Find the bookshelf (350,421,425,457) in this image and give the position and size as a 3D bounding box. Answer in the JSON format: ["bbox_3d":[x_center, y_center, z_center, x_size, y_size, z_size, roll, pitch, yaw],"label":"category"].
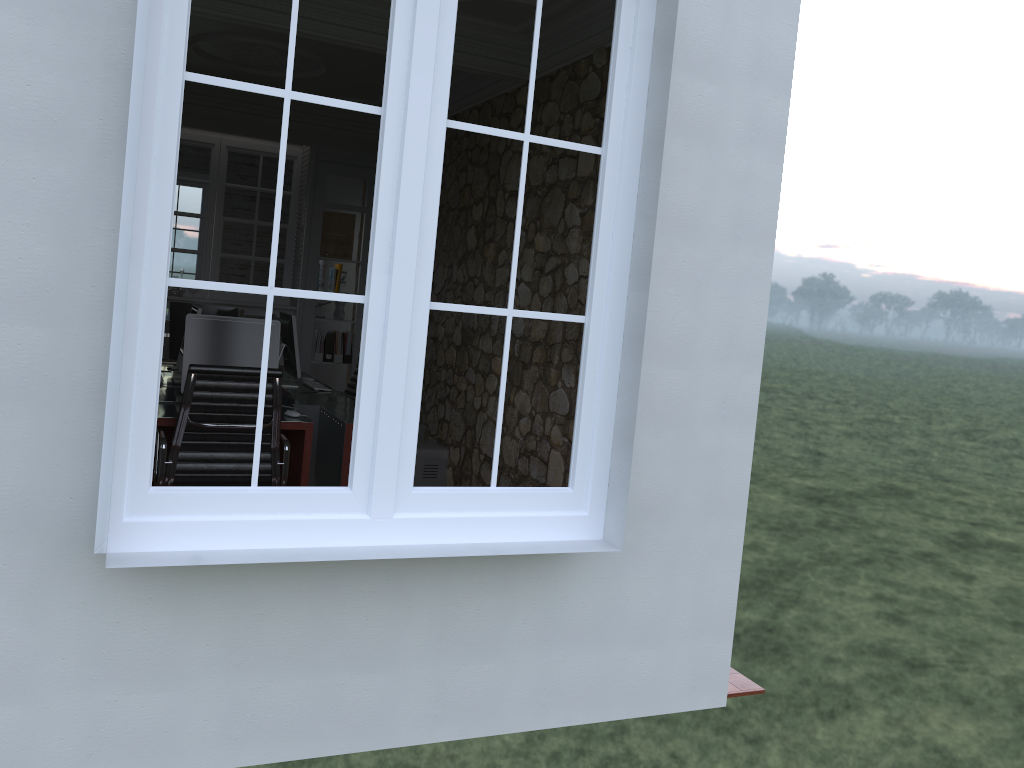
[{"bbox_3d":[-1.112,0.448,7.117,0.435,0.458,1.200,4,5,-24],"label":"bookshelf"}]

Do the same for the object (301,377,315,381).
[{"bbox_3d":[-1.462,-0.036,6.341,0.106,0.028,0.059,8,5,27],"label":"object"}]

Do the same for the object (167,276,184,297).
[{"bbox_3d":[-2.927,-0.836,7.690,0.148,0.200,0.148,3,4,-42],"label":"object"}]

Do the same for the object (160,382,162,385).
[{"bbox_3d":[-2.162,-0.008,5.334,0.106,0.028,0.059,3,5,-26],"label":"object"}]

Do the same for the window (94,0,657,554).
[{"bbox_3d":[-0.324,-0.514,2.638,1.525,1.980,0.128,4,3,-24],"label":"window"}]

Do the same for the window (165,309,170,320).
[{"bbox_3d":[-4.620,-1.732,11.046,1.537,1.934,0.128,4,3,-24],"label":"window"}]

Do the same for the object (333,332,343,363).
[{"bbox_3d":[-1.640,-0.345,8.334,0.078,0.277,0.240,5,4,-19],"label":"object"}]

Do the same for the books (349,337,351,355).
[{"bbox_3d":[-1.548,-0.348,8.410,0.023,0.282,0.195,5,3,-21],"label":"books"}]

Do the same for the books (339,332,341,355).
[{"bbox_3d":[-1.631,-0.349,8.355,0.045,0.286,0.195,5,3,-19],"label":"books"}]

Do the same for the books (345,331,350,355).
[{"bbox_3d":[-1.575,-0.356,8.407,0.030,0.289,0.181,5,3,-21],"label":"books"}]

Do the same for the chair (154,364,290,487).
[{"bbox_3d":[-1.449,0.391,4.322,0.664,1.021,0.702,4,3,-20],"label":"chair"}]

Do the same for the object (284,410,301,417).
[{"bbox_3d":[-1.148,0.154,4.626,0.106,0.028,0.059,9,6,34],"label":"object"}]

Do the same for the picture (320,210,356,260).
[{"bbox_3d":[-1.637,-1.387,8.270,0.325,0.434,0.009,4,3,-24],"label":"picture"}]

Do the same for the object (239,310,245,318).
[{"bbox_3d":[-2.475,-0.527,7.920,0.143,0.278,0.144,5,3,-11],"label":"object"}]

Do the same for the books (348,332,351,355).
[{"bbox_3d":[-1.561,-0.353,8.405,0.013,0.288,0.195,5,3,-21],"label":"books"}]

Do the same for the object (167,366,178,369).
[{"bbox_3d":[-2.261,-0.113,6.411,0.438,0.017,0.119,3,6,-24],"label":"object"}]

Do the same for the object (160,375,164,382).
[{"bbox_3d":[-2.289,-0.042,5.636,0.118,0.017,0.441,3,6,-24],"label":"object"}]

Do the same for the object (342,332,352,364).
[{"bbox_3d":[-1.565,-0.342,8.385,0.078,0.277,0.240,5,4,-21],"label":"object"}]

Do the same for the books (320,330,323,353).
[{"bbox_3d":[-1.788,-0.365,8.309,0.022,0.288,0.195,5,3,-17],"label":"books"}]

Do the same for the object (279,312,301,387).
[{"bbox_3d":[-1.526,-0.235,5.963,0.189,0.484,0.486,4,4,-25],"label":"object"}]

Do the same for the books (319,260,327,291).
[{"bbox_3d":[-1.791,-1.017,8.300,0.042,0.286,0.216,5,3,-25],"label":"books"}]

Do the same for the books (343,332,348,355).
[{"bbox_3d":[-1.590,-0.348,8.392,0.024,0.277,0.195,5,3,-21],"label":"books"}]

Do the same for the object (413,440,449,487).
[{"bbox_3d":[-0.696,0.600,6.293,0.362,0.386,0.402,4,4,-24],"label":"object"}]

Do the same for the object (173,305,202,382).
[{"bbox_3d":[-2.055,-0.261,5.696,0.189,0.484,0.486,4,4,-25],"label":"object"}]

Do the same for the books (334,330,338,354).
[{"bbox_3d":[-1.661,-0.363,8.352,0.045,0.281,0.181,5,3,-19],"label":"books"}]

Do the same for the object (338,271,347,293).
[{"bbox_3d":[-1.597,-0.987,8.371,0.078,0.248,0.116,4,3,-25],"label":"object"}]

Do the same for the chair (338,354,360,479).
[{"bbox_3d":[-1.239,0.240,6.168,0.698,1.021,0.668,4,3,-29],"label":"chair"}]

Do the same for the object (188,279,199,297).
[{"bbox_3d":[-2.841,-0.842,7.910,0.094,0.187,0.094,8,4,40],"label":"object"}]

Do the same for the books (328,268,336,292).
[{"bbox_3d":[-1.690,-0.978,8.321,0.026,0.223,0.162,5,3,-25],"label":"books"}]

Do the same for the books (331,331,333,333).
[{"bbox_3d":[-1.715,-0.357,8.319,0.030,0.282,0.181,5,3,-20],"label":"books"}]

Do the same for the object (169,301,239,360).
[{"bbox_3d":[-2.167,-0.318,6.194,0.484,0.484,0.190,6,3,1],"label":"object"}]

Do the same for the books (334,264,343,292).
[{"bbox_3d":[-1.651,-0.998,8.335,0.055,0.267,0.193,4,3,-25],"label":"books"}]

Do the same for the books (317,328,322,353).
[{"bbox_3d":[-1.816,-0.373,8.308,0.038,0.295,0.181,5,3,-17],"label":"books"}]

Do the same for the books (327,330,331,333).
[{"bbox_3d":[-1.737,-0.362,8.314,0.039,0.287,0.195,5,3,-20],"label":"books"}]

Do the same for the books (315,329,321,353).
[{"bbox_3d":[-1.829,-0.371,8.297,0.037,0.287,0.195,5,3,-17],"label":"books"}]

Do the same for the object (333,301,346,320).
[{"bbox_3d":[-1.621,-0.695,8.324,0.127,0.188,0.063,8,3,38],"label":"object"}]

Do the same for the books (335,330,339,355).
[{"bbox_3d":[-1.649,-0.356,8.350,0.045,0.286,0.195,5,3,-19],"label":"books"}]

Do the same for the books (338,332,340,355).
[{"bbox_3d":[-1.639,-0.352,8.351,0.042,0.280,0.195,5,3,-19],"label":"books"}]

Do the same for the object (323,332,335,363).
[{"bbox_3d":[-1.730,-0.353,8.333,0.078,0.277,0.246,5,4,-20],"label":"object"}]

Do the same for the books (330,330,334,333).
[{"bbox_3d":[-1.703,-0.360,8.326,0.009,0.287,0.195,5,3,-20],"label":"books"}]

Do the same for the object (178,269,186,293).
[{"bbox_3d":[-2.923,-0.883,7.820,0.088,0.271,0.088,4,3,-29],"label":"object"}]

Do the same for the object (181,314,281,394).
[{"bbox_3d":[-1.494,-0.114,4.703,0.483,0.484,0.190,4,3,-24],"label":"object"}]

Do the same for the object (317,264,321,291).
[{"bbox_3d":[-1.839,-1.000,8.260,0.078,0.248,0.116,4,3,-25],"label":"object"}]

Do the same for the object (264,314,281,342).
[{"bbox_3d":[-2.211,-0.509,8.045,0.167,0.272,0.188,6,3,10],"label":"object"}]

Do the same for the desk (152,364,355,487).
[{"bbox_3d":[-1.749,0.390,5.567,1.298,0.726,2.519,3,5,-24],"label":"desk"}]

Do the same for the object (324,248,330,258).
[{"bbox_3d":[-1.701,-1.210,8.162,0.056,0.089,0.056,4,3,-22],"label":"object"}]

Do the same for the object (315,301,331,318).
[{"bbox_3d":[-1.782,-0.698,8.221,0.177,0.161,0.093,6,3,3],"label":"object"}]

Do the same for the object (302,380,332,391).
[{"bbox_3d":[-1.335,0.010,6.040,0.118,0.017,0.441,3,6,-24],"label":"object"}]

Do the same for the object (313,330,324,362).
[{"bbox_3d":[-1.807,-0.356,8.285,0.078,0.277,0.240,5,4,-17],"label":"object"}]
